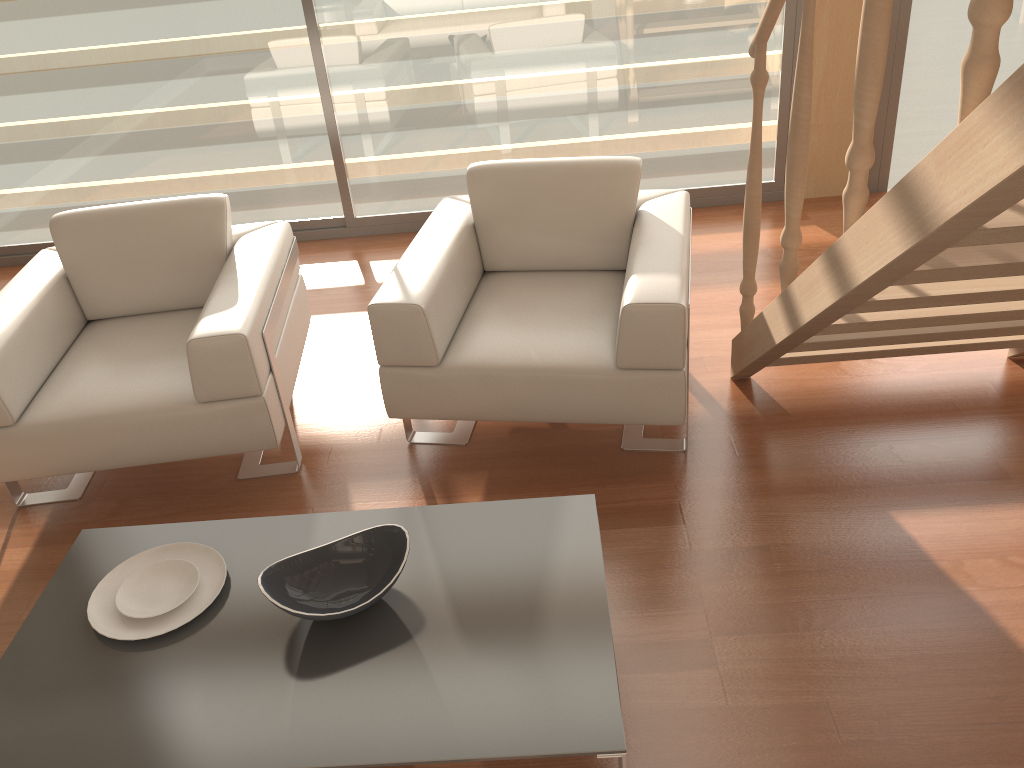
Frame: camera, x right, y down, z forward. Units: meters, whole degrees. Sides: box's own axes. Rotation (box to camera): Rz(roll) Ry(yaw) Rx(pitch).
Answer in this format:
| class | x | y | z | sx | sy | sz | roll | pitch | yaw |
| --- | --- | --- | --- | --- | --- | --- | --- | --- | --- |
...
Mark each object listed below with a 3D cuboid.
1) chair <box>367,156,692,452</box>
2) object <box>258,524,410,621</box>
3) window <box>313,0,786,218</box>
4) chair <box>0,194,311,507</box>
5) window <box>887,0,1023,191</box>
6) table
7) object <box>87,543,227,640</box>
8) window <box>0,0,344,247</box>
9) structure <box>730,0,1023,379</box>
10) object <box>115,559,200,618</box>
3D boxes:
| class | x | y | z | sx | sy | sz | roll | pitch | yaw |
| --- | --- | --- | --- | --- | --- | --- | --- | --- | --- |
| chair | 0.118 | -0.275 | 2.871 | 0.900 | 0.740 | 0.905 | 1 | 32 | 11 |
| object | -0.357 | 0.408 | 1.851 | 0.317 | 0.125 | 0.223 | -20 | 34 | -21 |
| window | 0.107 | -2.241 | 3.627 | 2.095 | 3.100 | 0.020 | -4 | 31 | 3 |
| chair | -1.175 | -0.137 | 2.873 | 0.900 | 0.740 | 0.905 | -7 | 31 | -1 |
| window | 3.303 | -3.132 | 3.082 | 3.340 | 5.200 | 0.020 | -4 | 31 | 3 |
| table | -0.417 | 0.615 | 1.923 | 1.260 | 0.293 | 0.700 | -4 | 31 | 3 |
| object | -0.774 | 0.455 | 1.947 | 0.294 | 0.020 | 0.294 | -20 | 34 | -21 |
| window | -2.029 | -2.092 | 3.758 | 2.095 | 3.100 | 0.020 | -4 | 31 | 3 |
| structure | 1.080 | -0.781 | 0.796 | 1.000 | 3.578 | 3.150 | -4 | 31 | 3 |
| object | -0.775 | 0.453 | 1.946 | 0.178 | 0.020 | 0.178 | 20 | 40 | 36 |
